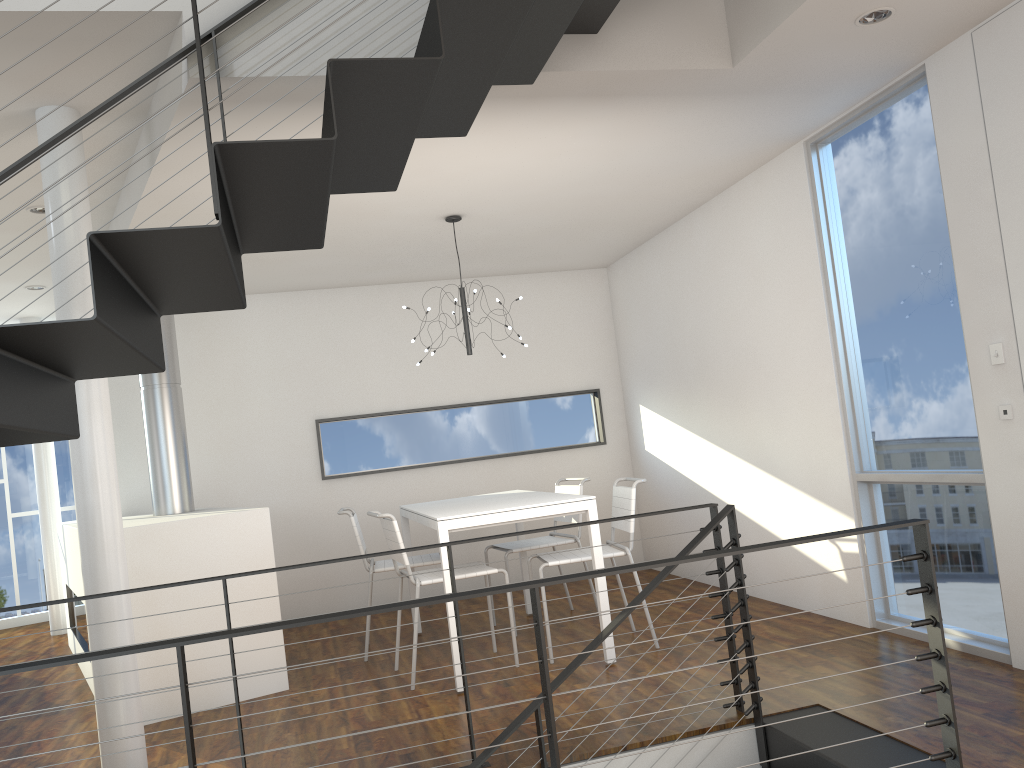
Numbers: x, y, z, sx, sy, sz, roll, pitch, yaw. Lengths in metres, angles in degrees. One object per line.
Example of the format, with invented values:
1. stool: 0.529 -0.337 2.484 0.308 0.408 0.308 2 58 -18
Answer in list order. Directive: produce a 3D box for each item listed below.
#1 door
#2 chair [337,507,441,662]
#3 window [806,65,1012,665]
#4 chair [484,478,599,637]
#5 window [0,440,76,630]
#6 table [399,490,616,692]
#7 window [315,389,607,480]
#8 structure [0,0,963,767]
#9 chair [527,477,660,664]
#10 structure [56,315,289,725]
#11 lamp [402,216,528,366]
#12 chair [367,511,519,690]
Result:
1. door: 1.772 -0.145 2.518 0.077 2.183 0.883 -6 -3 -14
2. chair: -0.601 1.016 4.731 0.555 0.764 0.428 -7 -3 -9
3. window: 1.612 -0.049 3.578 0.115 2.210 0.837 -6 -3 -14
4. chair: 0.166 0.933 4.903 0.555 0.764 0.429 -6 -3 -19
5. window: -5.412 -0.663 6.955 3.411 5.628 0.090 -5 -3 -30
6. table: -0.095 0.947 4.434 0.700 0.719 1.403 -6 -4 -14
7. window: -0.336 0.346 6.249 2.022 0.407 0.165 -6 -3 -14
8. structure: -0.831 0.772 2.115 4.358 6.290 1.096 -6 -3 -14
9. chair: 0.375 0.859 4.206 0.555 0.764 0.428 -7 -3 -8
10. structure: -2.168 0.516 5.133 0.749 2.203 2.757 -5 -4 -30
11. lamp: -0.256 -0.499 4.562 0.619 0.725 0.590 -7 -3 7
12. chair: -0.329 0.938 4.094 0.555 0.764 0.429 -6 -3 -18
